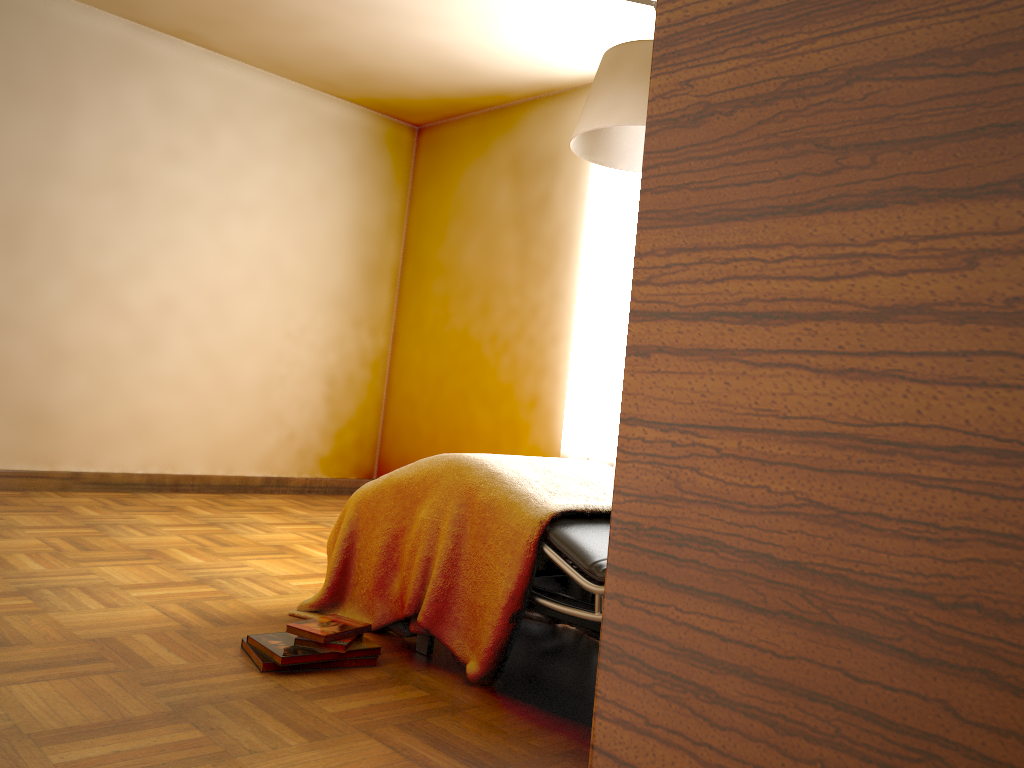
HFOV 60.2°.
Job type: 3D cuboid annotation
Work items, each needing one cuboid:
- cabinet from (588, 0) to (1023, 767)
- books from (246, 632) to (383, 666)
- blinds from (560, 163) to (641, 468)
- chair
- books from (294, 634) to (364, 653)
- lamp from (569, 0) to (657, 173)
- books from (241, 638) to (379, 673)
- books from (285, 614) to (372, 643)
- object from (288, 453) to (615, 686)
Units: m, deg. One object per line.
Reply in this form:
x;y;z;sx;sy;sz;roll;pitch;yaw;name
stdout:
0.754;0.273;0.645;1.660;0.870;0.415;9;-6;-43;cabinet
-0.473;0.627;2.120;0.263;0.020;0.189;7;-2;-39;books
1.073;-0.326;3.808;0.091;2.312;2.197;12;-7;-43;blinds
0.342;0.341;2.194;0.630;0.805;1.789;11;-5;-43;chair
-0.439;0.611;2.139;0.123;0.018;0.171;6;-2;6;books
0.649;-0.177;2.108;0.448;1.986;1.414;11;-7;-40;lamp
-0.488;0.646;2.129;0.278;0.022;0.200;7;-2;-29;books
-0.444;0.593;2.145;0.124;0.018;0.171;5;-2;31;books
-0.026;0.464;2.570;0.910;0.525;0.909;9;-4;-43;object
